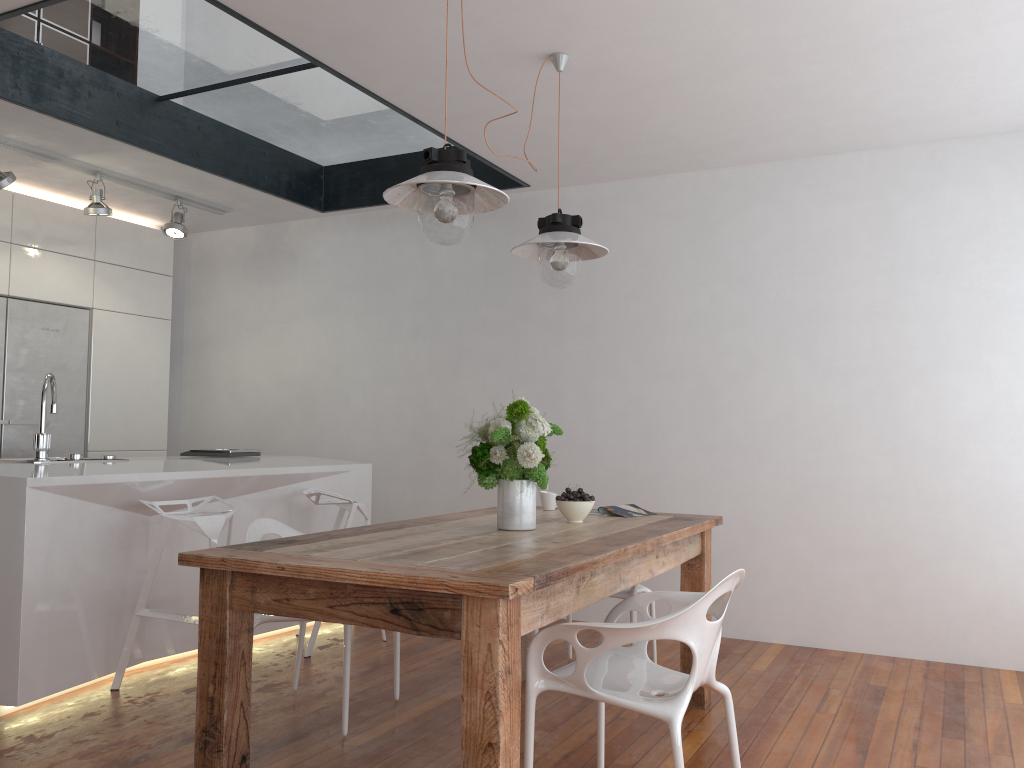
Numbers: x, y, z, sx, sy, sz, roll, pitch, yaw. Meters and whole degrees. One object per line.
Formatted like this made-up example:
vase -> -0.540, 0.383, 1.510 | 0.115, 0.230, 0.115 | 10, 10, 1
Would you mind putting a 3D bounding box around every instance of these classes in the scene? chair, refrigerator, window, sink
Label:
chair -> -1.307, 0.863, 3.674 | 0.428, 0.765, 0.492 | -2, -4, 37
refrigerator -> -2.968, 0.395, 5.143 | 0.142, 1.811, 1.119 | -1, -4, 27
window -> -1.184, -1.515, 4.348 | 1.546, 0.035, 2.700 | -1, -4, 27
sink -> -2.132, 0.240, 4.120 | 0.459, 0.570, 0.492 | -1, -4, 27
chair -> -0.743, 0.876, 3.367 | 0.505, 0.710, 0.577 | 0, -3, 17
chair -> 0.388, 0.921, 3.912 | 0.577, 0.710, 0.505 | -1, -3, 22
chair -> -0.837, 0.912, 4.447 | 0.428, 0.765, 0.492 | 2, -3, -18
chair -> 0.362, 0.835, 2.385 | 0.505, 0.710, 0.577 | -1, -4, 32

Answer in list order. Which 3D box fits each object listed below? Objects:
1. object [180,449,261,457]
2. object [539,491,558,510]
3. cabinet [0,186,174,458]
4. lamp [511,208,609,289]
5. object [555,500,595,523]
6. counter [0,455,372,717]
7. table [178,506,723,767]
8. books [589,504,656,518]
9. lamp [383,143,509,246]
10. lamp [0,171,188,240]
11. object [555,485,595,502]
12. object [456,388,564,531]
object -> -1.639, 0.388, 5.000 | 0.325, 0.036, 0.298 | 0, -3, 17
object -> 0.167, 0.494, 3.762 | 0.082, 0.078, 0.127 | -1, -4, 32
cabinet -> -3.371, 0.060, 5.367 | 0.946, 2.506, 2.404 | -1, -4, 27
lamp -> 0.181, -0.515, 3.365 | 0.372, 0.306, 0.372 | 1, -3, -12
object -> 0.231, 0.465, 3.245 | 0.146, 0.079, 0.146 | -2, -4, 35
counter -> -1.754, 0.823, 4.299 | 0.956, 0.903, 2.289 | -1, -4, 27
table -> -0.013, 0.851, 2.922 | 0.969, 0.735, 1.910 | -1, -4, 27
books -> 0.422, 0.511, 3.610 | 0.267, 0.035, 0.218 | -2, -4, 41
lamp -> -0.194, -0.561, 2.623 | 0.372, 0.306, 0.372 | -1, -3, 21
lamp -> -2.331, -1.048, 4.928 | 0.154, 0.254, 1.324 | -1, -4, 27
object -> 0.232, 0.415, 3.248 | 0.141, 0.095, 0.159 | 0, -3, 12
object -> -0.017, 0.248, 2.987 | 0.371, 0.476, 0.432 | 2, -3, -22
